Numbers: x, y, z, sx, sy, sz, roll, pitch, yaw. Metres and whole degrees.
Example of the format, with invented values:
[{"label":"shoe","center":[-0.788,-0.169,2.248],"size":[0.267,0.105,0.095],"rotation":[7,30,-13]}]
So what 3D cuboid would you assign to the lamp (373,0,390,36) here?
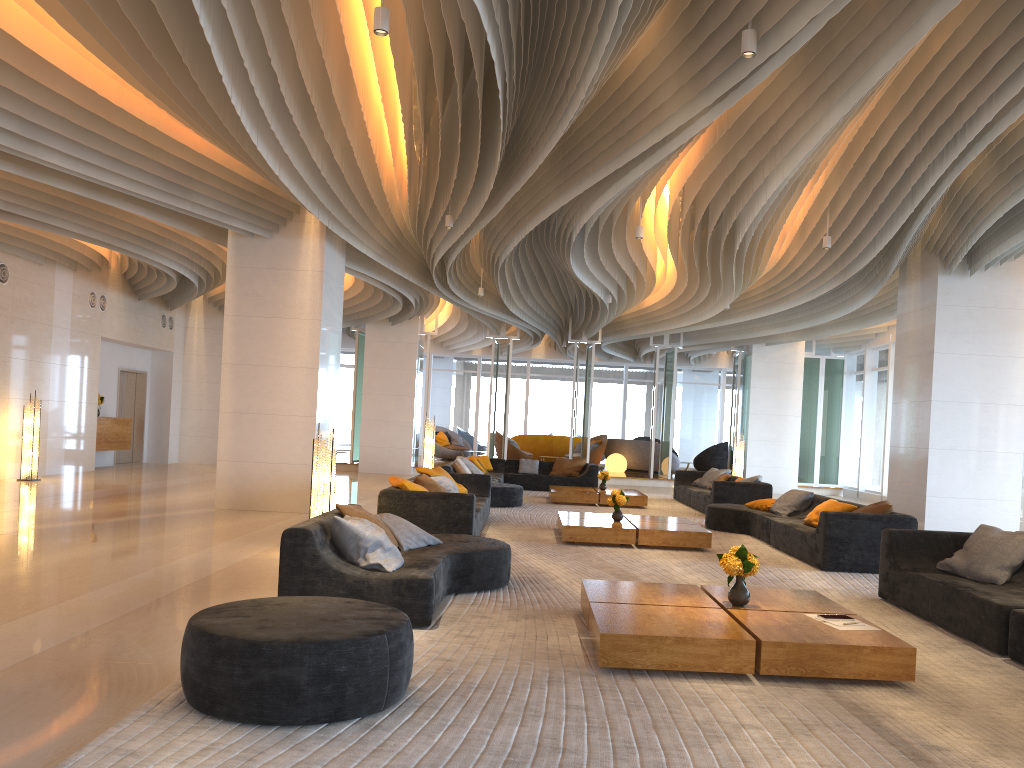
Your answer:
[{"label":"lamp","center":[-0.729,-2.804,5.185],"size":[0.091,1.506,0.087],"rotation":[3,0,-45]}]

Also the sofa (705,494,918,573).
[{"label":"sofa","center":[3.319,1.630,10.542],"size":[1.352,0.582,4.144],"rotation":[3,-3,0]}]

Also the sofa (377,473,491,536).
[{"label":"sofa","center":[-0.791,1.402,10.236],"size":[0.941,0.582,3.780],"rotation":[3,-3,1]}]

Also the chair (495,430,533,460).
[{"label":"chair","center":[0.019,1.745,24.097],"size":[1.130,1.005,1.527],"rotation":[3,-2,8]}]

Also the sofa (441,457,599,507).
[{"label":"sofa","center":[0.280,1.710,15.986],"size":[2.824,0.653,5.093],"rotation":[3,-3,1]}]

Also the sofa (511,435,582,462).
[{"label":"sofa","center":[1.074,1.951,26.077],"size":[2.579,0.901,1.103],"rotation":[3,-2,-11]}]

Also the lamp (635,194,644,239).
[{"label":"lamp","center":[1.508,-2.434,10.244],"size":[0.090,1.506,0.088],"rotation":[3,0,-27]}]

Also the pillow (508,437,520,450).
[{"label":"pillow","center":[-0.016,1.605,23.770],"size":[0.477,0.454,0.614],"rotation":[3,-2,-18]}]

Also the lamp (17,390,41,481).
[{"label":"lamp","center":[-7.708,0.823,14.212],"size":[0.250,1.450,0.250],"rotation":[3,0,0]}]

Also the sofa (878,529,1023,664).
[{"label":"sofa","center":[3.349,1.359,5.109],"size":[1.332,0.582,4.205],"rotation":[3,-3,8]}]

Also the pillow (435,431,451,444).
[{"label":"pillow","center":[-2.053,1.613,26.375],"size":[0.365,0.422,0.616],"rotation":[2,-2,34]}]

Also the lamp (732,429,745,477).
[{"label":"lamp","center":[4.503,1.625,17.646],"size":[0.250,1.450,0.250],"rotation":[3,0,0]}]

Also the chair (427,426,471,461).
[{"label":"chair","center":[-1.869,1.754,26.221],"size":[1.115,1.005,1.547],"rotation":[2,-2,43]}]

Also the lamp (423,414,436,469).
[{"label":"lamp","center":[-1.553,1.259,16.592],"size":[0.250,1.450,0.250],"rotation":[3,0,0]}]

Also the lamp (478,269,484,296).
[{"label":"lamp","center":[-0.502,-2.280,15.384],"size":[0.091,1.506,0.087],"rotation":[3,0,-45]}]

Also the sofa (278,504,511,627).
[{"label":"sofa","center":[-0.689,1.215,6.345],"size":[1.355,0.576,2.255],"rotation":[3,-3,1]}]

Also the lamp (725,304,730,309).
[{"label":"lamp","center":[3.779,-2.056,15.447],"size":[0.091,1.506,0.087],"rotation":[3,0,-45]}]

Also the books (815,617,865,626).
[{"label":"books","center":[1.860,1.345,5.031],"size":[0.183,0.011,0.209],"rotation":[4,-3,-18]}]

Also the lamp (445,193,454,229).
[{"label":"lamp","center":[-0.686,-2.550,10.204],"size":[0.089,1.506,0.088],"rotation":[3,0,-9]}]

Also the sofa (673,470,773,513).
[{"label":"sofa","center":[3.586,1.890,15.465],"size":[0.941,0.582,3.780],"rotation":[3,-3,1]}]

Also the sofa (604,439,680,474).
[{"label":"sofa","center":[3.530,2.004,24.616],"size":[1.131,0.901,2.516],"rotation":[4,-3,-40]}]

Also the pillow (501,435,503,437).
[{"label":"pillow","center":[-0.224,1.593,24.110],"size":[0.372,0.422,0.605],"rotation":[3,-2,-1]}]

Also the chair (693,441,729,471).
[{"label":"chair","center":[5.828,2.092,25.057],"size":[1.541,1.005,1.119],"rotation":[4,-2,-27]}]

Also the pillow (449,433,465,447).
[{"label":"pillow","center":[-1.654,1.687,26.517],"size":[0.512,0.408,0.456],"rotation":[4,-2,-32]}]

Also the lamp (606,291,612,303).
[{"label":"lamp","center":[1.721,-2.164,15.416],"size":[0.091,1.506,0.087],"rotation":[3,0,-45]}]

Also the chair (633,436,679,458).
[{"label":"chair","center":[4.256,2.085,26.534],"size":[1.534,1.005,1.124],"rotation":[4,-2,-17]}]

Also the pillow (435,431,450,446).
[{"label":"pillow","center":[-2.083,1.609,25.969],"size":[0.467,0.454,0.627],"rotation":[3,-2,17]}]

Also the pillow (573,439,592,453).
[{"label":"pillow","center":[1.984,1.771,25.027],"size":[0.481,0.454,0.610],"rotation":[4,-2,-38]}]

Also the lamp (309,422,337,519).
[{"label":"lamp","center":[-1.700,0.946,7.980],"size":[0.250,1.198,0.250],"rotation":[3,0,0]}]

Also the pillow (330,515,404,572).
[{"label":"pillow","center":[-0.918,1.004,5.687],"size":[0.457,0.344,0.564],"rotation":[3,-2,-1]}]

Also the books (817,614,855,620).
[{"label":"books","center":[1.866,1.346,5.112],"size":[0.182,0.011,0.111],"rotation":[3,-3,-10]}]

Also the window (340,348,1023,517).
[{"label":"window","center":[5.716,0.314,12.683],"size":[22.547,3.219,53.533],"rotation":[5,-3,-34]}]

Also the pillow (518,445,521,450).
[{"label":"pillow","center":[0.030,1.670,24.455],"size":[0.457,0.408,0.511],"rotation":[2,-2,23]}]

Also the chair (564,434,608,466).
[{"label":"chair","center":[2.050,1.880,24.710],"size":[1.145,1.005,1.507],"rotation":[3,-2,-12]}]

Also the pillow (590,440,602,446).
[{"label":"pillow","center":[2.299,1.757,24.782],"size":[0.377,0.422,0.598],"rotation":[3,-2,-21]}]

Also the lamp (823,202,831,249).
[{"label":"lamp","center":[3.686,-2.321,10.274],"size":[0.089,1.506,0.088],"rotation":[3,0,-9]}]

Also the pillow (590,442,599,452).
[{"label":"pillow","center":[2.171,1.776,24.375],"size":[0.463,0.408,0.505],"rotation":[3,-2,3]}]

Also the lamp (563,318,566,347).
[{"label":"lamp","center":[1.442,-1.760,23.758],"size":[0.088,1.506,0.089],"rotation":[3,0,9]}]

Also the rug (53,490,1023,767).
[{"label":"rug","center":[1.354,1.828,10.602],"size":[5.511,0.022,16.233],"rotation":[3,-3,1]}]

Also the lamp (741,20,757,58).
[{"label":"lamp","center":[1.433,-2.690,5.226],"size":[0.091,1.506,0.087],"rotation":[3,0,-45]}]
